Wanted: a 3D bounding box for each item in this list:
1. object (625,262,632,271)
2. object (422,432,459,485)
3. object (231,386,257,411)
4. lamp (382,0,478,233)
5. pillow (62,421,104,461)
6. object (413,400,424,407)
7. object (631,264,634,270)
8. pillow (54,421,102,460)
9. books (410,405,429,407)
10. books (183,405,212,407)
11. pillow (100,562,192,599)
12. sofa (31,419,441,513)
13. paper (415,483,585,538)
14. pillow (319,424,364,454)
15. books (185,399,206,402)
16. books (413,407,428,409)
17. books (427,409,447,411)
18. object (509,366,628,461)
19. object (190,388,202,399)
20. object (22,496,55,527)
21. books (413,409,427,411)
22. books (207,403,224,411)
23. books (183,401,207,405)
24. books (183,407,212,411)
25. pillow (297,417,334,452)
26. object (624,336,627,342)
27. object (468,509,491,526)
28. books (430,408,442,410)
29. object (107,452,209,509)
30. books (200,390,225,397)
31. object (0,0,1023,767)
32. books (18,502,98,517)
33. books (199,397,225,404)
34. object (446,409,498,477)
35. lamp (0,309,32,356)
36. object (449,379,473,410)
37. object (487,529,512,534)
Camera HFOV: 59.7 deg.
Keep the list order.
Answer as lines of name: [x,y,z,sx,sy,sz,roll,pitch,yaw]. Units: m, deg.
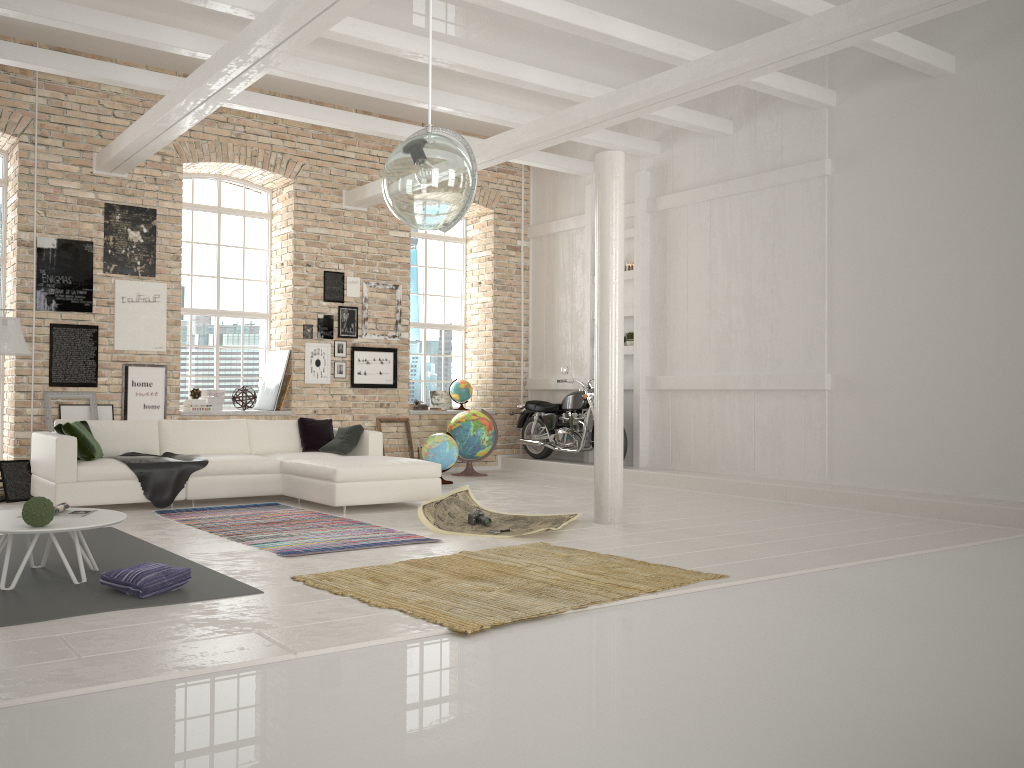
object: [1.511,-1.510,11.524,0.102,0.120,0.112,1,-1,-19]
object: [-0.866,0.891,10.743,0.454,0.631,0.441,0,-1,4]
object: [-3.271,0.174,10.888,0.328,0.307,0.285,0,-1,45]
lamp: [-0.432,-1.585,4.700,0.480,1.599,0.524,1,-1,-22]
pillow: [-3.862,0.509,8.021,0.298,0.343,0.426,1,-1,-13]
object: [-1.300,0.269,12.418,0.095,0.090,0.472,0,-1,2]
object: [1.585,-1.494,11.427,0.110,0.088,0.104,0,-1,5]
pillow: [-4.022,0.526,8.274,0.322,0.365,0.401,0,-1,9]
books: [-1.321,0.309,12.394,0.241,0.026,0.217,1,-1,-41]
books: [-3.723,0.258,10.558,0.253,0.024,0.233,1,-1,-40]
pillow: [-1.937,1.042,4.719,0.376,0.164,0.333,0,-1,29]
sofa: [-2.601,0.768,8.421,3.074,0.842,2.311,1,-1,-36]
paper: [-0.040,1.020,7.280,1.108,0.265,1.403,0,-1,18]
pillow: [-1.786,0.573,9.359,0.445,0.305,0.318,0,-1,43]
books: [-3.750,0.193,10.556,0.188,0.030,0.172,0,-1,42]
books: [-1.328,0.334,12.387,0.238,0.029,0.216,1,-1,-37]
books: [-1.040,0.362,12.333,0.213,0.022,0.187,1,-1,-36]
object: [0.757,0.395,11.910,0.761,1.328,2.315,1,-1,-42]
object: [-3.766,0.114,10.612,0.140,0.137,0.146,1,-1,-9]
object: [-2.488,0.673,4.686,0.174,0.164,0.151,0,-1,30]
books: [-1.325,0.360,12.383,0.240,0.025,0.215,1,-1,-35]
books: [-3.705,0.279,10.961,0.224,0.088,0.336,1,-1,-32]
books: [-3.756,0.227,10.552,0.207,0.040,0.190,0,-1,40]
books: [-3.726,0.294,10.556,0.258,0.048,0.233,1,-1,-40]
pillow: [-2.110,0.557,9.672,0.400,0.390,0.258,1,-1,-35]
object: [1.402,-0.566,11.614,0.216,0.158,0.239,1,-1,-45]
object: [-0.255,1.086,7.244,0.139,0.124,0.180,1,-1,-37]
books: [-1.051,0.346,12.334,0.143,0.014,0.099,0,-1,35]
object: [-3.361,0.889,8.343,0.838,0.464,0.826,1,-1,-38]
books: [-3.707,0.111,10.955,0.244,0.085,0.285,0,-1,34]
object: [-0.395,-1.241,6.334,9.499,4.798,12.619,1,-1,-37]
books: [-2.638,0.732,5.187,0.369,0.048,0.309,1,-1,-6]
books: [-3.704,0.196,10.964,0.222,0.088,0.339,1,-1,-42]
object: [-0.550,0.786,11.883,0.695,0.924,0.616,0,-1,29]
lamp: [-4.675,0.229,7.713,1.003,1.775,0.450,0,-1,0]
object: [-0.731,0.156,12.854,0.310,0.465,0.349,1,-1,-31]
object: [-0.082,1.132,6.852,0.213,0.019,0.103,1,-1,-40]
